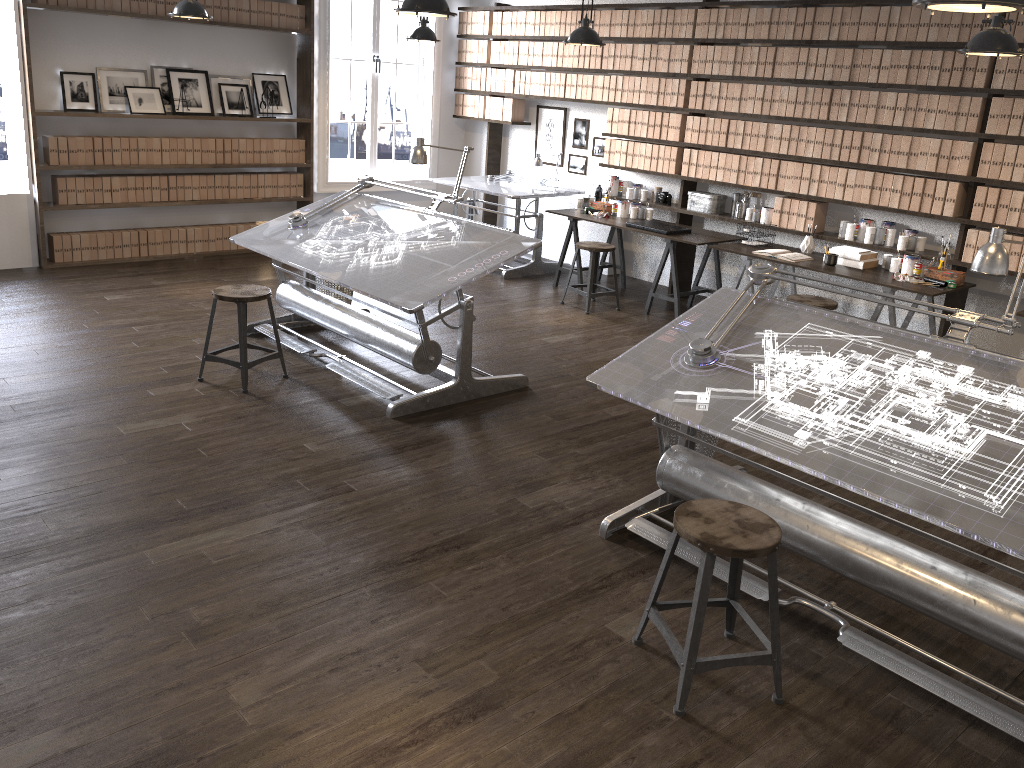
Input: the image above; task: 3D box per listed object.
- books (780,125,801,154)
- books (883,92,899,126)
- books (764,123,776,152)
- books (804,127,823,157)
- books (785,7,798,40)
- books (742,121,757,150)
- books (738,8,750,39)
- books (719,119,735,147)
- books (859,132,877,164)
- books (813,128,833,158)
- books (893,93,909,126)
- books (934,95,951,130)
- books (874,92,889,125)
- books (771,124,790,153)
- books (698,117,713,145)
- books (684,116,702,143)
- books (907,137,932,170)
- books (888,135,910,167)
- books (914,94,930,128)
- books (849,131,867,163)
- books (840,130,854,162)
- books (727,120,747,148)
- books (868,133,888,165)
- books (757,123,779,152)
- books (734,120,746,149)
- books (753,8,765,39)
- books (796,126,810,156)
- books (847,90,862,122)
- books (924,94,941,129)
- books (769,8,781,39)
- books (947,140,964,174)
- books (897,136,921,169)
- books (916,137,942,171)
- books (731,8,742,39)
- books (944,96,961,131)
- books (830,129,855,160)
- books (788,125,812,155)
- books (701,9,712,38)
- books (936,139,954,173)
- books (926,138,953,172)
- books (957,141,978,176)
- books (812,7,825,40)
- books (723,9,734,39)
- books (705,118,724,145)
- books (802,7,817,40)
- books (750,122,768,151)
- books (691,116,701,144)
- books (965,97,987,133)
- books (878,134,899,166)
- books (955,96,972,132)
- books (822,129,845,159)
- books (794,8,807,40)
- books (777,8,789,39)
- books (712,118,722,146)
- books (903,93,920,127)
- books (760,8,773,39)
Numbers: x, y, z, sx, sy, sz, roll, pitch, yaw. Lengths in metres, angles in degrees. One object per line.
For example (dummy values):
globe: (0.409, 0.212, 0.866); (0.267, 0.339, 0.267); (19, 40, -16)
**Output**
books: (2.120, -1.849, 6.721); (0.175, 0.222, 0.067); (-11, 22, -41)
books: (2.647, -1.890, 6.102); (0.175, 0.222, 0.067); (-11, 23, -41)
books: (2.033, -1.889, 6.819); (0.175, 0.222, 0.067); (-11, 23, -41)
books: (2.260, -1.789, 6.574); (0.175, 0.222, 0.067); (-11, 22, -41)
books: (2.112, -2.660, 6.560); (0.175, 0.222, 0.067); (-11, 23, -41)
books: (1.899, -1.948, 6.965); (0.175, 0.222, 0.067); (-11, 23, -41)
books: (1.841, -2.779, 6.851); (0.175, 0.222, 0.067); (-11, 23, -41)
books: (1.752, -2.010, 7.116); (0.175, 0.222, 0.067); (-11, 23, -41)
books: (2.548, -1.665, 6.269); (0.175, 0.222, 0.067); (-11, 23, -41)
books: (2.305, -1.767, 6.520); (0.175, 0.222, 0.067); (-11, 22, -41)
books: (2.693, -1.868, 6.049); (0.175, 0.222, 0.067); (-11, 22, -41)
books: (2.878, -1.787, 5.848); (0.175, 0.222, 0.067); (-11, 22, -41)
books: (2.606, -1.908, 6.147); (0.175, 0.222, 0.067); (-11, 23, -41)
books: (2.074, -1.870, 6.774); (0.175, 0.222, 0.067); (-11, 23, -41)
books: (1.617, -2.068, 7.258); (0.175, 0.222, 0.067); (-11, 22, -41)
books: (1.524, -2.110, 7.363); (0.175, 0.222, 0.067); (-11, 23, -41)
books: (2.776, -1.564, 6.022); (0.175, 0.222, 0.067); (-11, 22, -41)
books: (2.688, -1.603, 6.118); (0.175, 0.222, 0.067); (-11, 22, -41)
books: (2.790, -1.829, 5.954); (0.175, 0.222, 0.067); (-11, 23, -41)
books: (2.494, -1.685, 6.319); (0.175, 0.222, 0.067); (-11, 22, -41)
books: (2.450, -1.707, 6.375); (0.175, 0.222, 0.067); (-11, 23, -41)
books: (1.806, -1.989, 7.066); (0.175, 0.222, 0.067); (-11, 22, -41)
books: (2.592, -1.643, 6.216); (0.175, 0.222, 0.067); (-11, 23, -41)
books: (1.986, -1.907, 6.864); (0.175, 0.222, 0.067); (-11, 22, -41)
books: (1.849, -1.968, 7.013); (0.175, 0.222, 0.067); (-11, 22, -41)
books: (1.932, -2.740, 6.757); (0.175, 0.222, 0.067); (-11, 22, -41)
books: (2.217, -1.810, 6.626); (0.175, 0.222, 0.067); (-11, 23, -41)
books: (2.472, -1.967, 6.294); (0.175, 0.222, 0.067); (-11, 23, -41)
books: (2.833, -1.808, 5.902); (0.175, 0.222, 0.067); (-11, 22, -41)
books: (2.022, -2.702, 6.663); (0.175, 0.222, 0.067); (-11, 22, -41)
books: (2.955, -1.487, 5.833); (0.175, 0.222, 0.067); (-11, 22, -41)
books: (2.728, -1.583, 6.067); (0.175, 0.222, 0.067); (-11, 23, -41)
books: (2.816, -1.546, 5.977); (0.175, 0.222, 0.067); (-11, 22, -41)
books: (1.797, -2.799, 6.903); (0.175, 0.222, 0.067); (-11, 22, -41)
books: (2.922, -1.768, 5.801); (0.175, 0.222, 0.067); (-11, 23, -41)
books: (2.398, -1.729, 6.427); (0.175, 0.222, 0.067); (-11, 22, -41)
books: (2.169, -1.829, 6.674); (0.175, 0.222, 0.067); (-11, 23, -41)
books: (1.605, -2.881, 7.101); (0.175, 0.222, 0.067); (-11, 22, -41)
books: (2.908, -1.507, 5.881); (0.175, 0.222, 0.067); (-11, 22, -41)
books: (2.859, -1.526, 5.928); (0.175, 0.222, 0.067); (-11, 23, -41)
books: (2.993, -1.467, 5.782); (0.175, 0.222, 0.067); (-11, 22, -41)
books: (2.261, -2.597, 6.407); (0.175, 0.222, 0.067); (-11, 23, -41)
books: (1.752, -2.820, 6.954); (0.175, 0.222, 0.067); (-11, 22, -41)
books: (1.662, -2.051, 7.216); (0.175, 0.222, 0.067); (-11, 23, -41)
books: (2.208, -2.618, 6.456); (0.175, 0.222, 0.067); (-11, 22, -41)
books: (1.946, -1.928, 6.915); (0.175, 0.222, 0.067); (-11, 23, -41)
books: (1.570, -2.089, 7.310); (0.175, 0.222, 0.067); (-11, 23, -41)
books: (3.014, -1.730, 5.711); (0.175, 0.222, 0.067); (-11, 22, -41)
books: (2.641, -1.623, 6.168); (0.175, 0.222, 0.067); (-11, 22, -41)
books: (2.967, -1.750, 5.760); (0.175, 0.222, 0.067); (-11, 22, -41)
books: (2.353, -1.746, 6.469); (0.175, 0.222, 0.067); (-11, 23, -41)
books: (2.163, -2.640, 6.513); (0.175, 0.222, 0.067); (-11, 23, -41)
books: (2.069, -2.681, 6.613); (0.175, 0.222, 0.067); (-11, 22, -41)
books: (1.707, -2.032, 7.172); (0.175, 0.222, 0.067); (-11, 22, -41)
books: (2.742, -1.849, 6.002); (0.175, 0.222, 0.067); (-11, 23, -41)
books: (1.973, -2.720, 6.707); (0.175, 0.222, 0.067); (-11, 23, -41)
